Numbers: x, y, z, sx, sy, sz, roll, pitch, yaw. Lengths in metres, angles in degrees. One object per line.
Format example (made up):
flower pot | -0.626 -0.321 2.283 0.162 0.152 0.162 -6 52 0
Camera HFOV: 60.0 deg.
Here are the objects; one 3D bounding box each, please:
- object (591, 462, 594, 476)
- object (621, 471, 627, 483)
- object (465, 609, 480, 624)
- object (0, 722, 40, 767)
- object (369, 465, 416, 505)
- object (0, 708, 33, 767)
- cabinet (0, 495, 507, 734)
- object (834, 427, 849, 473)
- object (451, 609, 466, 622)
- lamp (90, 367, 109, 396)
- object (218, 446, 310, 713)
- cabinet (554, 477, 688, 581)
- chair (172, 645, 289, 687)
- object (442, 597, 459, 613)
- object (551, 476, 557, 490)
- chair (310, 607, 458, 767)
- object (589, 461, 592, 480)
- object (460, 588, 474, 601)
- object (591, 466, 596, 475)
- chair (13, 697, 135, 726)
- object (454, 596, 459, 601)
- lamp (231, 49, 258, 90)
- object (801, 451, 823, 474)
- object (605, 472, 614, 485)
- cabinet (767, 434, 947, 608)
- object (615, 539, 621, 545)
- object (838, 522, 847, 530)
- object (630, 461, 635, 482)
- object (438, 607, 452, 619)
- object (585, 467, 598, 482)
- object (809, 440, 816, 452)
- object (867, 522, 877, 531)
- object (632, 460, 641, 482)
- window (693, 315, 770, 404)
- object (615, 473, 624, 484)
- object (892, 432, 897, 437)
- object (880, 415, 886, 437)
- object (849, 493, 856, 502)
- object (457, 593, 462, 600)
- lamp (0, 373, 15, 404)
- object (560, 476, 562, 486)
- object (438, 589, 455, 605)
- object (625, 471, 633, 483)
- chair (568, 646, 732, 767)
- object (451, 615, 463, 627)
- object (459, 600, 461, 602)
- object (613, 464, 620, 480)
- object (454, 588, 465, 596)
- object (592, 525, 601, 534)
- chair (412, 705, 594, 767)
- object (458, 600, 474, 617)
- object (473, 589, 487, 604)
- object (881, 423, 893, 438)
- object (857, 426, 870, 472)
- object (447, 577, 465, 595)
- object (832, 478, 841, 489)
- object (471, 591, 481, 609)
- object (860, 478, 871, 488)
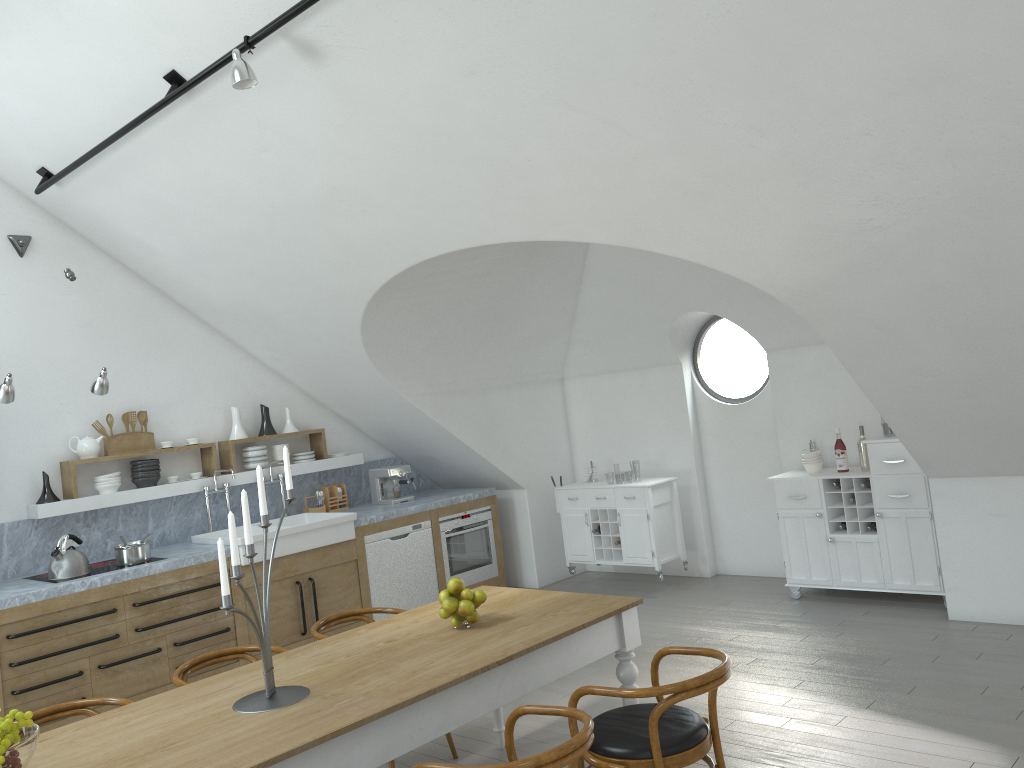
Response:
object | 0.737 0.798 8.121 0.024 0.164 0.039 -5 -3 -34
object | 1.001 0.811 7.743 0.094 0.093 0.093 -8 -2 31
object | -0.169 0.991 3.786 0.064 0.063 0.063 -6 -2 -36
object | -1.532 1.104 2.509 0.359 0.160 0.360 -8 -1 23
object | -1.019 0.893 7.888 0.386 0.321 0.325 -9 -2 43
object | -1.532 1.040 2.484 0.393 0.285 0.292 -7 -2 7
cabinet | -2.604 1.789 6.022 1.001 1.023 6.436 -9 -2 43
object | 2.430 0.486 6.559 0.081 0.330 0.081 -9 -3 39
object | -0.228 0.992 3.832 0.080 0.074 0.078 -7 -2 -2
lamp | -2.661 -0.013 5.751 0.168 0.176 0.112 -8 -3 35
object | -0.876 0.675 3.204 0.265 0.876 0.775 -8 -2 17
cabinet | 0.925 1.264 7.791 1.132 0.790 0.497 -8 -3 43
chair | -1.180 1.602 3.954 0.528 0.736 0.620 -5 -3 -44
object | -0.258 0.931 3.737 0.071 0.064 0.072 -8 -2 36
object | 0.415 0.973 8.114 0.088 0.269 0.029 -8 -3 16
chair | -0.679 1.550 4.475 0.620 0.736 0.528 -9 -3 40
object | 0.724 0.798 8.154 0.039 0.175 0.054 -9 -4 43
object | -0.192 0.899 3.769 0.053 0.057 0.058 -6 -2 -32
object | 0.736 0.812 8.147 0.029 0.137 0.097 -5 -3 -44
chair | -1.633 1.648 3.382 0.620 0.736 0.528 -9 -3 40
object | -0.262 0.946 3.862 0.062 0.059 0.062 -5 -2 -43
lamp | -1.215 -1.431 4.008 0.112 0.175 0.114 -7 -2 6
object | 2.267 0.594 6.685 0.158 0.160 0.154 -6 -2 -19
object | 0.853 0.823 7.706 0.082 0.105 0.081 -6 -2 -34
cabinet | 2.581 0.969 6.481 1.239 1.155 0.610 -9 -3 43
object | 0.990 1.348 7.658 0.081 0.083 0.317 -9 -2 43
object | 2.504 1.019 6.486 0.155 0.085 0.331 -8 -2 44
object | 1.059 0.760 7.702 0.054 0.179 0.054 -8 -3 20
object | -0.284 0.973 3.782 0.059 0.056 0.059 -8 -2 38
object | 0.732 0.833 8.142 0.101 0.138 0.067 -9 -3 43
object | 2.342 0.544 6.918 0.065 0.209 0.115 -4 -3 -45
object | 2.625 1.005 6.362 0.081 0.081 0.359 -9 -2 41
object | 1.078 0.753 7.641 0.063 0.187 0.063 -8 -3 28
window | 1.926 -0.232 7.662 0.898 0.901 0.060 -9 -3 43
object | 0.935 0.822 7.678 0.077 0.085 0.077 -8 -2 31
object | 2.712 0.327 6.248 0.077 0.085 0.077 -5 -3 -39
object | 2.654 0.293 6.290 0.048 0.169 0.048 -6 -3 -14
object | 2.534 0.818 6.449 0.085 0.085 0.331 -9 -2 43
object | -0.213 0.911 3.833 0.053 0.051 0.053 -7 -2 14
lamp | -3.057 0.032 5.332 0.115 0.178 0.164 -6 -2 -28
object | 0.454 0.968 8.077 0.029 0.269 0.088 -6 -3 -20
object | -0.282 0.919 3.807 0.066 0.071 0.072 -7 -2 13
object | 1.013 0.806 7.653 0.071 0.099 0.071 -6 -2 -24
chair | 0.541 1.378 3.251 0.528 0.736 0.620 -5 -3 -44
object | -0.235 1.006 3.765 0.051 0.050 0.049 -5 -3 -43
object | -0.205 0.944 3.875 0.051 0.053 0.053 -8 -2 35
object | 0.921 0.783 7.746 0.048 0.169 0.048 -9 -3 31
object | -0.237 0.899 3.880 0.062 0.060 0.062 -9 -3 44
object | 0.809 1.269 7.771 0.081 0.085 0.317 -9 -2 44
chair | -0.001 1.436 2.771 0.620 0.736 0.528 -9 -3 38
object | -0.194 0.944 3.735 0.071 0.072 0.070 -7 -2 8
object | -0.138 0.909 3.791 0.063 0.063 0.062 -7 -2 6
object | 2.634 0.326 6.210 0.082 0.105 0.081 -7 -2 -9
object | 2.556 0.468 6.432 0.085 0.331 0.085 -7 -3 2
object | -0.240 0.865 3.801 0.072 0.074 0.072 -9 -3 43
object | 2.443 0.719 6.518 0.092 0.094 0.359 -9 -2 44
object | -0.165 0.936 3.839 0.076 0.076 0.077 -7 -2 10
object | 2.588 0.703 6.370 0.087 0.085 0.360 -9 -2 43
